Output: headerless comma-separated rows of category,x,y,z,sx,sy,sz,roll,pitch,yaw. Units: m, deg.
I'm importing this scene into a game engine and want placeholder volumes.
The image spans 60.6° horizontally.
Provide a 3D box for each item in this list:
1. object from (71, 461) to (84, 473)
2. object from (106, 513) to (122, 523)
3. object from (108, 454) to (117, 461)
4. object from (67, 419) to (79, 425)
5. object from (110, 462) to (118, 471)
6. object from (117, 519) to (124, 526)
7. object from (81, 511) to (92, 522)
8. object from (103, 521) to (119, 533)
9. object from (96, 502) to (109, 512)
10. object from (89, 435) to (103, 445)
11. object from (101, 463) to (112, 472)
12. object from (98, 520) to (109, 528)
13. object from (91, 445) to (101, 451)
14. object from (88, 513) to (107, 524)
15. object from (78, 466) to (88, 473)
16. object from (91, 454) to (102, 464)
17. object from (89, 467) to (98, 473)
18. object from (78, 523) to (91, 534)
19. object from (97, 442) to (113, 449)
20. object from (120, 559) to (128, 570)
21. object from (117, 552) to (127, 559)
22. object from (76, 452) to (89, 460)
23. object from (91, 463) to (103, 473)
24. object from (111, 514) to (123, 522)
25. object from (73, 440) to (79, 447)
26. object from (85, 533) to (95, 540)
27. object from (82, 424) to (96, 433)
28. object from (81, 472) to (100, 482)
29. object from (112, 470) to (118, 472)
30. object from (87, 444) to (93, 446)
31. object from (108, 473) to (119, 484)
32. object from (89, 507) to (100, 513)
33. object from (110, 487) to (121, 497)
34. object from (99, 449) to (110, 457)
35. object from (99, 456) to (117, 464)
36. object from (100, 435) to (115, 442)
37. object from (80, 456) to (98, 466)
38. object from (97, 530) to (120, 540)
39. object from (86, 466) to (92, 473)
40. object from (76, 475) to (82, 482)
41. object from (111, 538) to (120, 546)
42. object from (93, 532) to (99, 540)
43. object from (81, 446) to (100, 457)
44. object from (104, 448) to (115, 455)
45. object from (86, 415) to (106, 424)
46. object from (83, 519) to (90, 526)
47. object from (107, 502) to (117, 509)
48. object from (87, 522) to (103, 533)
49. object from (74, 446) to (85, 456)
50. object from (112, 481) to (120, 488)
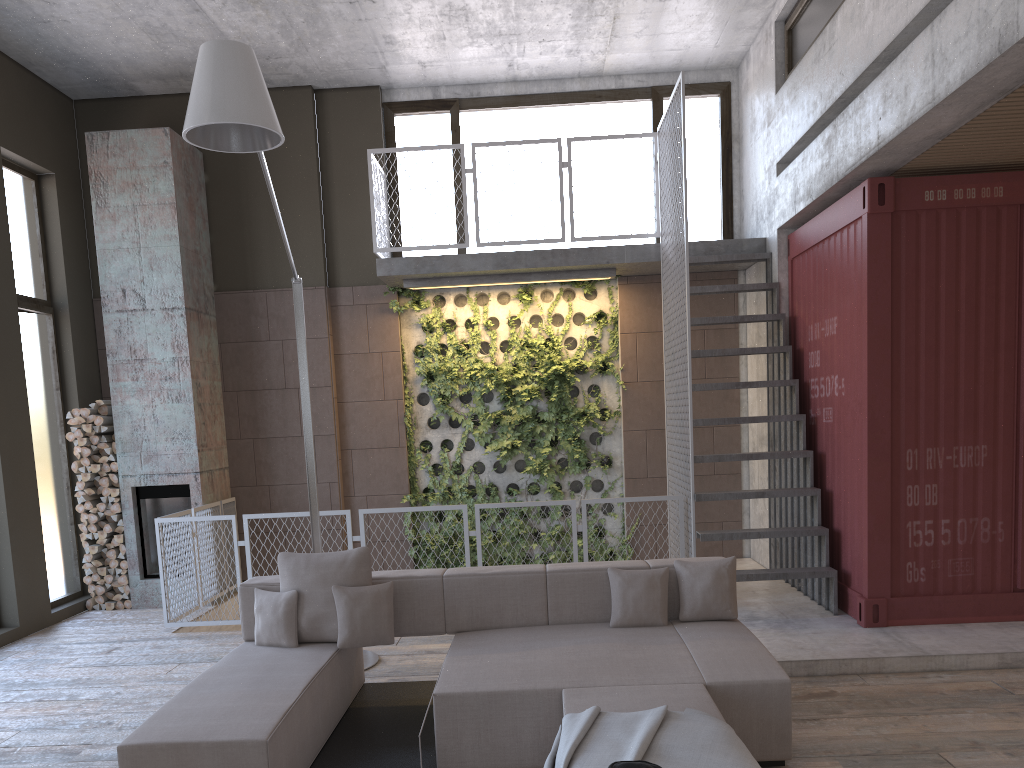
object,-4.262,0.818,8.725,0.064,0.126,0.361,-3,-1,0
object,-3.989,1.347,8.880,0.104,0.103,0.290,-3,-1,1
object,-3.900,0.724,8.743,0.071,0.073,0.420,-3,-2,1
object,-4.253,0.376,8.693,0.122,0.069,0.361,-3,-2,3
object,-3.868,0.812,8.762,0.091,0.093,0.434,-3,-2,1
object,-3.845,1.360,8.808,0.066,0.085,0.422,-3,-2,-1
object,-4.201,1.319,8.794,0.101,0.103,0.290,-3,-1,3
object,-3.946,1.421,8.801,0.091,0.090,0.452,-3,-2,2
object,-4.009,1.213,8.782,0.091,0.090,0.452,-3,-2,0
object,-4.040,0.551,8.707,0.091,0.090,0.452,-3,-2,0
object,-3.954,0.824,8.770,0.091,0.090,0.452,-3,-2,1
object,-4.046,1.408,8.855,0.101,0.087,0.360,-3,-2,1
object,-4.073,0.623,8.722,0.064,0.075,0.357,-3,-2,0
object,-4.107,1.323,8.747,0.098,0.108,0.292,-3,-1,3
object,-4.195,0.845,8.763,0.067,0.067,0.420,-3,-2,1
object,-4.077,0.746,8.780,0.101,0.087,0.360,-3,-2,1
object,-4.055,0.835,8.737,0.115,0.080,0.432,-3,-2,1
object,-4.214,1.435,8.795,0.088,0.109,0.362,-3,-1,1
object,-3.972,0.604,8.713,0.122,0.068,0.361,-3,-2,3
object,-3.822,1.795,8.873,0.091,0.093,0.434,-3,-2,1
object,-3.854,1.700,8.854,0.071,0.073,0.420,-3,-2,1
object,-4.214,0.702,8.640,0.045,0.073,0.249,-3,-1,1
object,-4.039,0.829,8.754,0.093,0.084,0.476,-3,-2,1
object,-3.902,1.331,8.806,0.066,0.085,0.422,-3,-2,-1
object,-4.212,0.578,8.691,0.067,0.068,0.420,-3,-2,1
object,-4.163,1.506,8.837,0.067,0.067,0.420,-3,-2,1
object,-4.087,0.436,8.682,0.094,0.084,0.476,-3,-2,1
object,-4.119,0.911,8.724,0.093,0.084,0.476,-3,-2,1
object,-3.870,0.817,8.726,0.101,0.103,0.290,-3,-1,3
object,-4.136,0.585,8.694,0.089,0.057,0.330,-3,-2,1
object,-3.883,0.933,8.728,0.088,0.109,0.362,-3,-1,1
object,-4.105,1.247,8.769,0.089,0.057,0.330,-3,-2,1
object,-3.863,1.067,8.776,0.093,0.084,0.476,-3,-2,1
object,-4.020,0.686,8.805,0.104,0.103,0.290,-3,-1,1
object,-3.975,0.753,8.767,0.115,0.080,0.432,-3,-2,1
object,-3.970,0.538,8.732,0.067,0.072,0.420,-3,-2,1
object,-4.155,0.764,8.759,0.092,0.094,0.434,-3,-2,1
object,-4.008,1.491,8.829,0.093,0.084,0.476,-3,-2,1
object,-4.114,0.843,8.760,0.067,0.068,0.420,-3,-2,1
object,-4.194,0.925,8.730,0.067,0.068,0.420,-3,-2,1
object,-3.898,1.561,8.853,0.091,0.090,0.452,-3,-2,1
object,-4.083,1.505,8.835,0.067,0.068,0.420,-3,-2,1
object,-4.139,0.661,8.672,0.098,0.108,0.292,-3,-1,3
object,-3.933,0.669,8.731,0.066,0.085,0.422,-3,-2,-1
object,-4.054,0.346,8.636,0.104,0.084,0.360,-3,-2,1
object,-4.183,1.364,8.715,0.045,0.073,0.249,-3,-1,1
object,-3.939,1.200,8.807,0.067,0.072,0.420,-3,-2,1
object,-4.123,1.426,8.833,0.092,0.094,0.434,-3,-2,1
object,-4.232,0.657,8.719,0.101,0.103,0.290,-3,-1,3
object,-3.901,0.984,8.802,0.101,0.087,0.360,-3,-2,1
